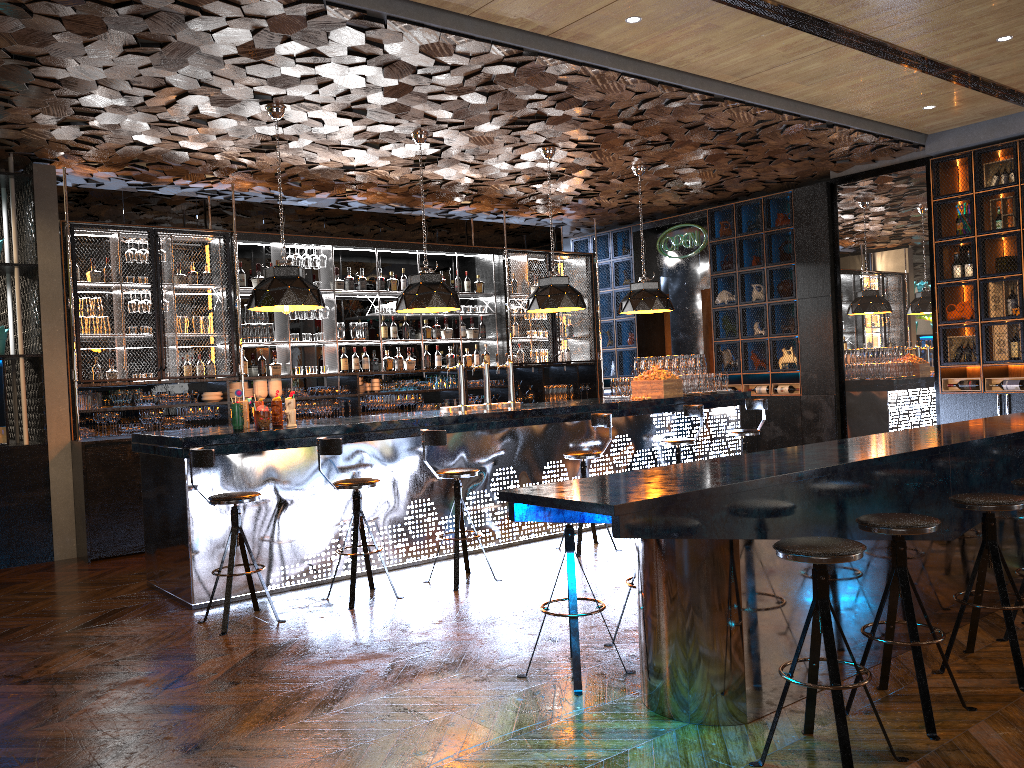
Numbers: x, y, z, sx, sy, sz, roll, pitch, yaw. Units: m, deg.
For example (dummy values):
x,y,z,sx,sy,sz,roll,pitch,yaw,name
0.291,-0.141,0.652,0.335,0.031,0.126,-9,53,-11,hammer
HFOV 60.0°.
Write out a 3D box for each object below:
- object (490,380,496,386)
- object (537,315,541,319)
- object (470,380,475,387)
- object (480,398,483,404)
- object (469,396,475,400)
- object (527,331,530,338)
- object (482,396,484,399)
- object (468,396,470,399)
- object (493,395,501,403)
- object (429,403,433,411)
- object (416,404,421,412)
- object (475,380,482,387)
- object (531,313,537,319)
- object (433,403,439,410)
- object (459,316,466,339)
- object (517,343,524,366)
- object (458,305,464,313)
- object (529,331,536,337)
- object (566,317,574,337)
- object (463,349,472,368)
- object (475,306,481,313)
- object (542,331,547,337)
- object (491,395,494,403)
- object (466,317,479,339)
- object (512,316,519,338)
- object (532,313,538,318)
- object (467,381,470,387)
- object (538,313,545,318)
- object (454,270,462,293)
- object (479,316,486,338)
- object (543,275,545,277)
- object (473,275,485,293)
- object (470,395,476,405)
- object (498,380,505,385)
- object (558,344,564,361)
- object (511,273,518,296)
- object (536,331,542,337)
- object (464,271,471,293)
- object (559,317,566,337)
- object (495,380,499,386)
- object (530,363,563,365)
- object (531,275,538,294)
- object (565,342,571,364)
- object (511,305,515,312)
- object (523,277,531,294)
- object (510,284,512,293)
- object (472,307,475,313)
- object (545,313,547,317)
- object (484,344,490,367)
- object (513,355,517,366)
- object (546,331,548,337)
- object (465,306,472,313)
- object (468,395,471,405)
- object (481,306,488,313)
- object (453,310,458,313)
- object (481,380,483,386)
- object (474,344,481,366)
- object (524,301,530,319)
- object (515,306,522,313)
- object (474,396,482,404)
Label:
x,y,z,sx,sy,sz,roll,pitch,yaw,name
-0.245,-0.013,11.255,0.088,0.070,0.098,-3,1,-3,object
0.369,-1.003,12.060,0.092,0.244,0.092,-3,1,-44,object
-0.498,-0.003,11.012,0.084,0.082,0.084,-3,1,-37,object
-0.403,0.226,11.267,0.106,0.148,0.106,-3,1,-9,object
-0.492,0.231,11.195,0.106,0.148,0.106,-3,1,-6,object
0.243,-0.659,11.880,0.089,0.092,0.089,-3,1,19,object
-0.330,0.223,11.175,0.106,0.148,0.106,-3,1,-28,object
-0.566,0.233,11.286,0.106,0.148,0.106,-3,1,-19,object
-0.187,0.214,11.260,0.107,0.152,0.107,-3,1,-12,object
-0.994,0.286,10.769,0.067,0.099,0.067,-2,1,24,object
-1.135,0.292,10.787,0.067,0.100,0.067,-2,1,44,object
-0.421,-0.007,11.071,0.084,0.082,0.084,-3,1,-20,object
0.291,-0.999,11.999,0.092,0.244,0.092,-3,1,-44,object
-0.917,0.284,10.671,0.067,0.099,0.067,-2,1,24,object
-0.627,-0.710,11.189,0.086,0.298,0.086,-3,1,11,object
0.108,-0.389,11.750,0.086,0.299,0.086,-3,1,11,object
-0.639,-0.933,11.098,0.089,0.092,0.089,-2,1,38,object
0.275,-0.660,11.778,0.089,0.092,0.089,-2,1,36,object
0.801,-0.784,12.300,0.083,0.282,0.083,-3,1,-28,object
-0.560,-0.324,11.220,0.151,0.248,0.094,-3,1,-29,object
-0.429,-0.945,11.252,0.089,0.092,0.089,-3,1,1,object
0.436,-0.671,12.128,0.089,0.092,0.089,-2,1,36,object
-0.259,0.216,11.351,0.107,0.152,0.107,-3,1,-24,object
-0.502,-0.707,11.259,0.123,0.279,0.123,-2,1,41,object
0.046,-0.748,11.724,0.086,0.298,0.086,-3,1,11,object
0.306,-0.997,11.801,0.092,0.244,0.092,-3,1,-44,object
-0.564,0.001,10.964,0.084,0.082,0.084,-2,1,44,object
0.393,-1.002,11.869,0.092,0.244,0.092,-3,1,-44,object
-0.682,-1.279,11.156,0.086,0.299,0.086,-3,1,11,object
-0.380,-0.725,11.377,0.086,0.299,0.086,-3,1,11,object
0.446,-1.337,12.036,0.083,0.282,0.083,-2,1,37,object
-0.423,-1.267,11.353,0.151,0.248,0.094,-3,1,-9,object
-0.499,0.221,11.060,0.089,0.174,0.089,-3,1,13,object
-0.135,-0.018,11.278,0.088,0.070,0.098,-3,1,-28,object
0.680,-0.413,12.195,0.083,0.282,0.083,-2,1,37,object
0.030,-1.320,11.714,0.086,0.297,0.086,-3,1,11,object
0.360,-0.665,11.917,0.089,0.092,0.089,-3,1,-37,object
-0.570,-1.286,11.279,0.086,0.298,0.086,-3,1,11,object
0.692,-0.787,12.218,0.086,0.299,0.086,-3,1,11,object
-0.198,-0.016,11.354,0.098,0.070,0.088,-3,1,-11,object
0.451,-0.267,11.942,0.437,0.019,0.273,-3,1,-38,object
0.321,-1.327,11.940,0.123,0.279,0.123,-3,1,-34,object
0.770,-0.426,12.283,0.086,0.298,0.086,-3,1,11,object
-0.007,-0.989,11.606,0.089,0.092,0.089,-3,1,-12,object
0.200,-1.322,11.843,0.083,0.282,0.083,-3,1,-38,object
-0.077,-1.303,11.608,0.123,0.279,0.123,-3,1,-29,object
-0.473,-0.945,11.433,0.089,0.092,0.089,-3,1,1,object
0.470,-1.007,11.930,0.092,0.244,0.092,-3,1,-44,object
-0.326,-0.362,11.405,0.080,0.299,0.080,-3,1,-36,object
-0.014,-0.371,11.633,0.123,0.279,0.123,-2,1,41,object
0.510,-0.673,11.957,0.089,0.092,0.089,-2,1,36,object
-0.543,-0.939,11.210,0.089,0.092,0.089,-3,1,-39,object
-0.547,0.224,10.946,0.089,0.174,0.089,-3,1,13,object
-0.354,-0.949,11.319,0.089,0.092,0.089,-2,1,38,object
-0.706,-0.931,11.223,0.089,0.092,0.089,-3,1,6,object
-0.402,-0.010,11.210,0.084,0.082,0.084,-3,1,-32,object
-0.449,-0.356,11.326,0.086,0.298,0.086,-3,1,11,object
0.204,-0.994,11.931,0.092,0.244,0.092,-3,1,-44,object
0.087,-0.974,11.664,0.089,0.092,0.089,-3,1,13,object
-0.421,0.229,11.102,0.106,0.148,0.106,-3,1,-20,object
